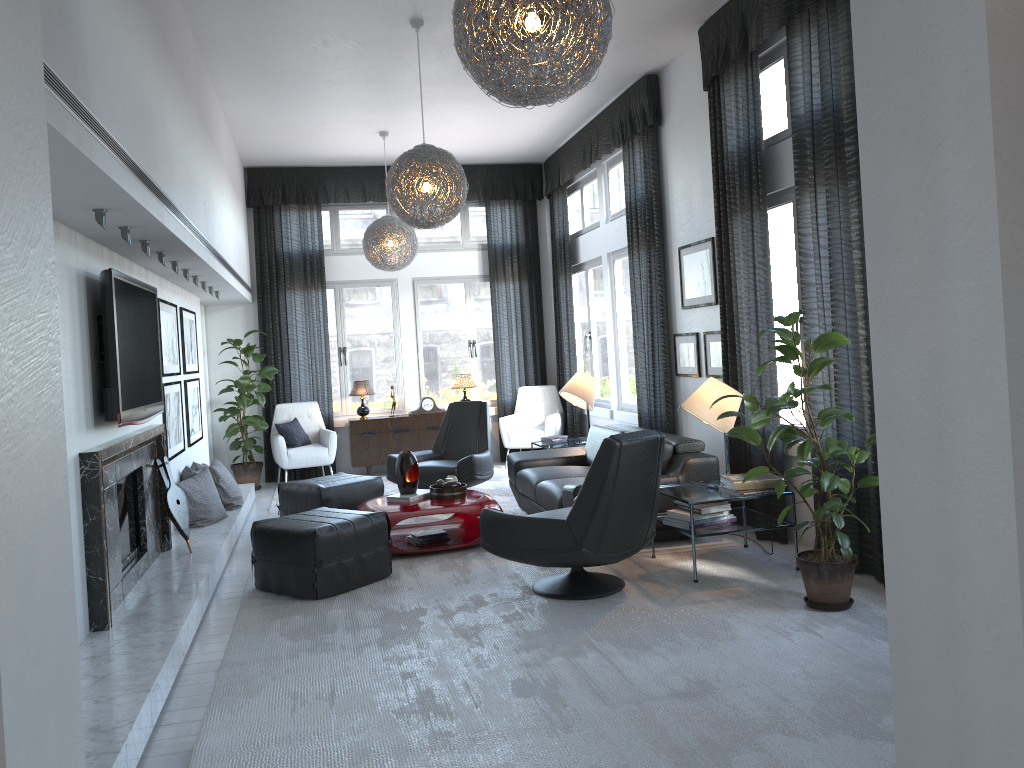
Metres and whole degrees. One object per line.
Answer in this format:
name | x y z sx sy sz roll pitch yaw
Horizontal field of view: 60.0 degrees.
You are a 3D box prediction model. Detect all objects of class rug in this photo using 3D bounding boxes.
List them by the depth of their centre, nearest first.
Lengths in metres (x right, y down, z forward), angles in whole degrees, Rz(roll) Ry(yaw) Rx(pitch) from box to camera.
rug | -0.109 1.027 5.522 2.956 0.032 7.770 -4 2 -12

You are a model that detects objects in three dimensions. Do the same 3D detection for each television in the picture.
television | -1.989 -0.166 4.598 0.129 0.752 1.159 -3 2 -12

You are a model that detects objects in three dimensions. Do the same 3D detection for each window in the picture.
window | 1.657 -0.822 5.104 0.133 2.323 1.268 -3 1 -12
window | 1.088 -0.892 7.677 0.133 2.323 1.268 -3 1 -12
window | 0.782 -0.930 9.062 0.133 2.323 1.268 -3 1 -12
window | -1.849 -0.791 9.540 1.269 2.323 0.133 -4 0 -12
window | -0.467 -0.886 9.847 1.269 2.323 0.133 -4 0 -12

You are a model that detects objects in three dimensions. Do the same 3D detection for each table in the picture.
table | 1.141 0.780 4.849 0.593 0.410 0.593 -4 2 -12
table | -0.562 0.894 5.849 0.942 0.300 0.939 -4 2 -13
table | 0.528 0.705 7.618 0.593 0.410 0.593 -4 2 -12

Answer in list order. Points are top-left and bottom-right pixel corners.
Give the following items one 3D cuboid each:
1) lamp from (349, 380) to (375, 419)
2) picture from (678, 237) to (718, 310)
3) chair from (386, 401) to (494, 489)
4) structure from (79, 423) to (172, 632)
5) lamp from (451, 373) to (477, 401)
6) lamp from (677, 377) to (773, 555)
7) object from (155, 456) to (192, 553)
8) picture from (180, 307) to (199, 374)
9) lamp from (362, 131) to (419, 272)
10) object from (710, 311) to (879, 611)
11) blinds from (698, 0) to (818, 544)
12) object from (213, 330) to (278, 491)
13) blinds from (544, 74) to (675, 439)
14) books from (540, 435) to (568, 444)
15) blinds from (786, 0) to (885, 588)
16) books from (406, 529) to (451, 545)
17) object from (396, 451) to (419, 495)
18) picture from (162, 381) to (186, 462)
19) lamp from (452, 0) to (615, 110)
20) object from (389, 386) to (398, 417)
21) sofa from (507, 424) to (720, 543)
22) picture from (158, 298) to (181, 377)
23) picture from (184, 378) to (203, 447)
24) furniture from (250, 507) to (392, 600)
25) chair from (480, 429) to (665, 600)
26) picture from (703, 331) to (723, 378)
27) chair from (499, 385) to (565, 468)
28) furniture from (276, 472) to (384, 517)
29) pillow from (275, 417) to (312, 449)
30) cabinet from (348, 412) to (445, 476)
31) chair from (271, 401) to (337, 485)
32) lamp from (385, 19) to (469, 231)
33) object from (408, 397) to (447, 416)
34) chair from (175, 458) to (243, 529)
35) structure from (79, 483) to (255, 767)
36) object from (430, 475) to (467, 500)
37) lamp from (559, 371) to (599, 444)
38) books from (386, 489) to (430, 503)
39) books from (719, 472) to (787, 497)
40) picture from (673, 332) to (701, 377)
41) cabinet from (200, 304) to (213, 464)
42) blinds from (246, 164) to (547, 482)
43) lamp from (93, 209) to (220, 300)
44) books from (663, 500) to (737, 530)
lamp | -1.558 0.164 9.228 0.280 0.397 0.281 -3 1 13
picture | 1.332 -0.785 6.372 0.020 0.467 0.588 -3 1 -12
chair | -0.497 0.572 7.333 0.839 0.810 0.805 -3 1 25
structure | -2.172 0.743 4.551 0.521 0.923 1.686 -4 2 -12
lamp | -0.504 0.091 9.462 0.280 0.397 0.281 -3 1 13
lamp | 1.282 0.441 5.366 0.474 1.015 1.169 -3 1 13
object | -2.010 0.719 5.290 0.175 0.580 0.196 -4 0 -32
picture | -2.632 -0.345 7.242 0.020 0.523 0.791 -3 2 -12
lamp | -1.144 -1.679 8.168 0.513 1.306 0.514 -4 0 -18
object | 1.317 0.336 4.037 0.784 1.331 0.535 -3 0 -2
blinds | 1.682 -0.672 4.365 0.189 3.277 3.212 -3 1 -13
object | -2.618 0.263 8.743 0.935 1.589 0.640 -3 1 33
blinds | 0.801 -0.780 8.348 0.189 3.277 3.212 -3 1 -13
books | 0.366 0.485 7.732 0.215 0.050 0.160 -5 3 -40
blinds | 1.691 -0.589 4.330 0.115 3.111 1.080 -3 0 -15
books | -0.553 1.010 5.868 0.272 0.054 0.204 -5 3 -37
object | -0.691 0.582 5.841 0.151 0.280 0.153 -3 1 27
picture | -2.376 0.247 6.226 0.020 0.523 0.791 -3 2 -12
lamp | 0.044 -1.533 2.807 0.515 1.306 0.512 -3 0 2
object | -1.257 0.179 9.323 0.096 0.324 0.096 -4 0 -13
sofa | 0.609 0.651 6.136 0.937 0.616 1.905 -4 2 -12
picture | -2.407 -0.318 6.226 0.020 0.523 0.791 -3 2 -12
picture | -2.598 0.219 7.242 0.020 0.523 0.791 -3 2 -12
furniture | -1.073 0.928 4.972 0.598 0.378 0.615 -2 2 36
chair | 0.382 0.635 4.470 0.841 0.810 0.804 -4 2 -40
picture | 1.425 -0.203 6.108 0.020 0.326 0.427 -3 1 -12
chair | 0.227 0.445 9.442 0.593 0.823 0.613 -3 1 18
furniture | -1.329 0.881 6.509 0.613 0.378 0.600 -2 2 41
pillow | -2.198 0.495 8.917 0.252 0.295 0.357 -3 1 14
cabinet | -1.003 0.630 9.392 1.399 0.612 0.386 -4 1 -12
chair | -2.107 0.607 8.939 0.594 0.823 0.612 -4 1 -22
lamp | -0.548 -1.606 5.488 0.515 1.306 0.512 -4 0 -18
object | -0.895 0.226 9.387 0.406 0.180 0.180 -4 1 -12
chair | -2.256 0.783 6.687 0.391 0.431 1.336 -4 2 -12
structure | -1.788 1.090 4.623 0.393 0.135 7.209 -4 2 -12
object | -0.417 0.676 5.795 0.242 0.133 0.242 -3 2 25
lamp | 0.883 0.392 7.170 0.475 1.015 1.167 -4 1 -38
books | -0.654 0.735 5.846 0.201 0.030 0.307 -2 3 33
books | 1.286 0.537 4.762 0.320 0.075 0.278 -4 2 -8
picture | 1.309 -0.218 6.636 0.020 0.326 0.427 -3 1 -12
cabinet | -3.106 0.149 8.629 0.191 1.895 1.172 -3 1 -12
blinds | -1.124 -0.713 9.565 3.214 3.277 0.189 -4 0 -13
lamp | -2.058 -0.695 5.506 0.053 0.081 4.254 -4 2 -12
books | 1.018 0.690 4.749 0.322 0.116 0.279 -5 2 -28
